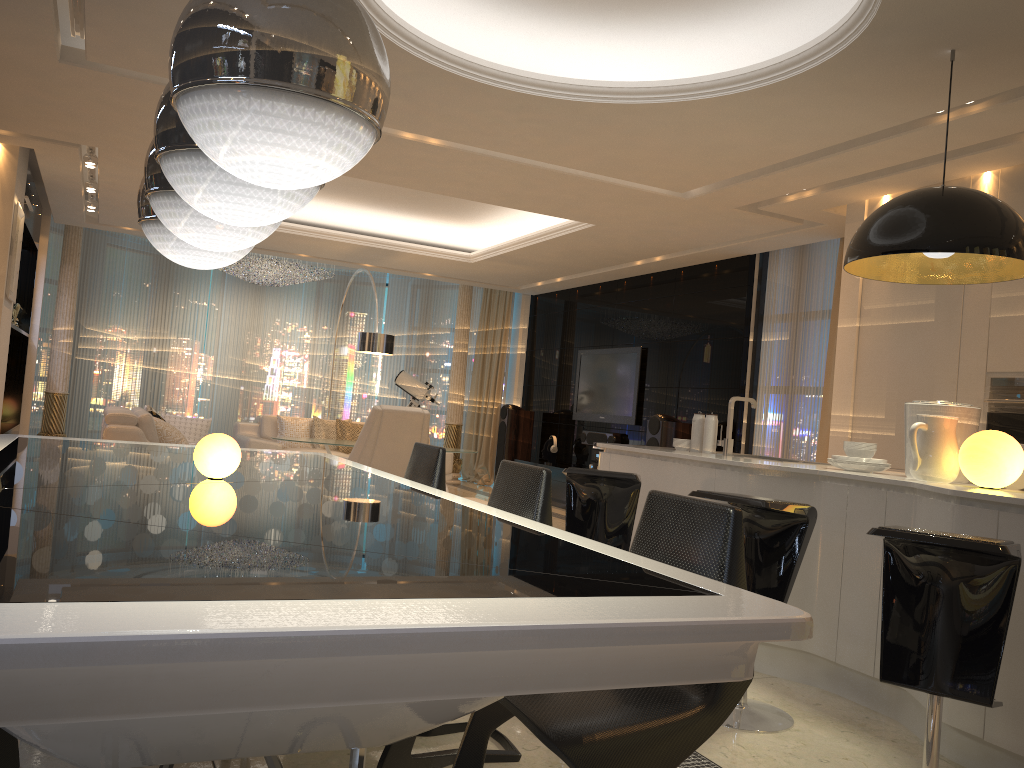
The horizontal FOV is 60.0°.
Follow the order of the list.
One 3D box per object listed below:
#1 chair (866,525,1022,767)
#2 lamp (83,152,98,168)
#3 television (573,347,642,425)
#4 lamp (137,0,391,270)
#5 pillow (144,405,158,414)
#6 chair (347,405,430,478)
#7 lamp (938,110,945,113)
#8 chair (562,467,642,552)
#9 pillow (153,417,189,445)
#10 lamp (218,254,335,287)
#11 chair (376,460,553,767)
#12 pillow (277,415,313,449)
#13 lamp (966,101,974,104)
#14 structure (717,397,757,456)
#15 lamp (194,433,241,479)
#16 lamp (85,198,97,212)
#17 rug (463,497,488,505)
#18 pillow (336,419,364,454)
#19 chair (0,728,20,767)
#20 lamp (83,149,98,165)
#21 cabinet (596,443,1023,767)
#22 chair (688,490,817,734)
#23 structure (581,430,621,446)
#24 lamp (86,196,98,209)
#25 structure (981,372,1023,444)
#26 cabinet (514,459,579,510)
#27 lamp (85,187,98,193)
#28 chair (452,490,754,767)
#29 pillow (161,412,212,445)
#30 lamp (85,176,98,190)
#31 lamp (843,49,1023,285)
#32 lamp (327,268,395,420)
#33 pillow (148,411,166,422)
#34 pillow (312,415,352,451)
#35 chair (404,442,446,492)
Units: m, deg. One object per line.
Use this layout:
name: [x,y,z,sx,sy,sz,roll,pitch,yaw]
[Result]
chair: [1.168,0.799,2.438,0.380,0.789,0.380,4,-2,33]
lamp: [-3.343,-1.779,7.040,0.107,0.127,0.107,5,-2,-14]
television: [1.070,0.018,10.020,0.055,0.839,1.358,6,-2,-25]
lamp: [-0.703,-0.992,2.351,0.408,1.226,1.827,6,-2,-25]
pillow: [-3.381,0.401,8.462,0.255,0.399,0.526,6,-2,-25]
chair: [-1.076,0.662,7.232,1.027,0.991,0.983,6,-2,-26]
lamp: [2.087,-1.397,4.351,0.107,0.127,0.107,7,-3,-44]
chair: [0.390,0.787,4.102,0.380,0.789,0.380,5,-2,8]
pillow: [-2.949,0.461,7.653,0.351,0.329,0.521,6,-2,-25]
lamp: [-3.381,-1.692,12.294,2.109,0.685,2.109,4,-2,20]
chair: [-0.201,0.652,2.633,0.496,0.858,0.523,6,-2,-25]
pillow: [-2.423,0.552,9.969,0.463,0.380,0.222,6,-2,-20]
lamp: [2.157,-1.396,4.203,0.107,0.127,0.107,7,-3,-44]
structure: [1.180,0.224,4.645,0.177,0.310,0.089,6,-2,-25]
lamp: [-0.811,0.198,2.441,0.125,0.125,0.125,4,-2,25]
lamp: [-4.191,-1.781,8.838,0.107,0.127,0.107,7,-3,-44]
rug: [-1.358,1.186,8.890,2.900,0.020,1.661,6,-2,-25]
pillow: [-1.757,0.612,10.232,0.575,0.436,0.301,6,-2,-19]
chair: [-1.351,0.531,1.977,0.496,0.858,0.523,6,-2,-25]
lamp: [-3.294,-1.778,6.936,0.107,0.127,0.107,5,-2,-14]
cabinet: [1.637,0.829,3.568,1.046,0.887,3.752,6,-2,-25]
chair: [0.851,0.797,3.210,0.380,0.789,0.380,7,-3,-42]
structure: [0.993,0.622,9.975,0.107,0.179,0.745,6,-2,-25]
lamp: [-4.130,-1.791,8.724,0.107,0.127,0.107,7,-3,-44]
structure: [2.999,0.253,4.835,0.595,0.597,0.609,6,-2,-25]
cabinet: [0.802,1.188,9.872,0.416,0.444,2.842,6,-2,-25]
lamp: [-3.782,-1.786,7.980,0.107,0.127,0.107,7,-3,-44]
chair: [0.159,0.658,1.863,0.496,0.858,0.523,6,-2,-25]
pillow: [-3.276,0.451,8.831,0.521,0.325,0.281,5,-2,-15]
lamp: [-3.730,-1.785,7.869,0.107,0.127,0.107,5,-2,-14]
lamp: [1.746,-0.904,3.574,0.710,0.898,0.710,5,-2,-15]
lamp: [-1.810,-0.075,10.066,0.393,2.519,2.009,6,-2,-25]
pillow: [-3.149,0.423,8.065,0.323,0.355,0.524,6,-2,-24]
pillow: [-2.076,0.587,10.163,0.288,0.429,0.587,3,-2,40]
chair: [-0.568,0.647,3.418,0.496,0.858,0.523,6,-2,-25]
